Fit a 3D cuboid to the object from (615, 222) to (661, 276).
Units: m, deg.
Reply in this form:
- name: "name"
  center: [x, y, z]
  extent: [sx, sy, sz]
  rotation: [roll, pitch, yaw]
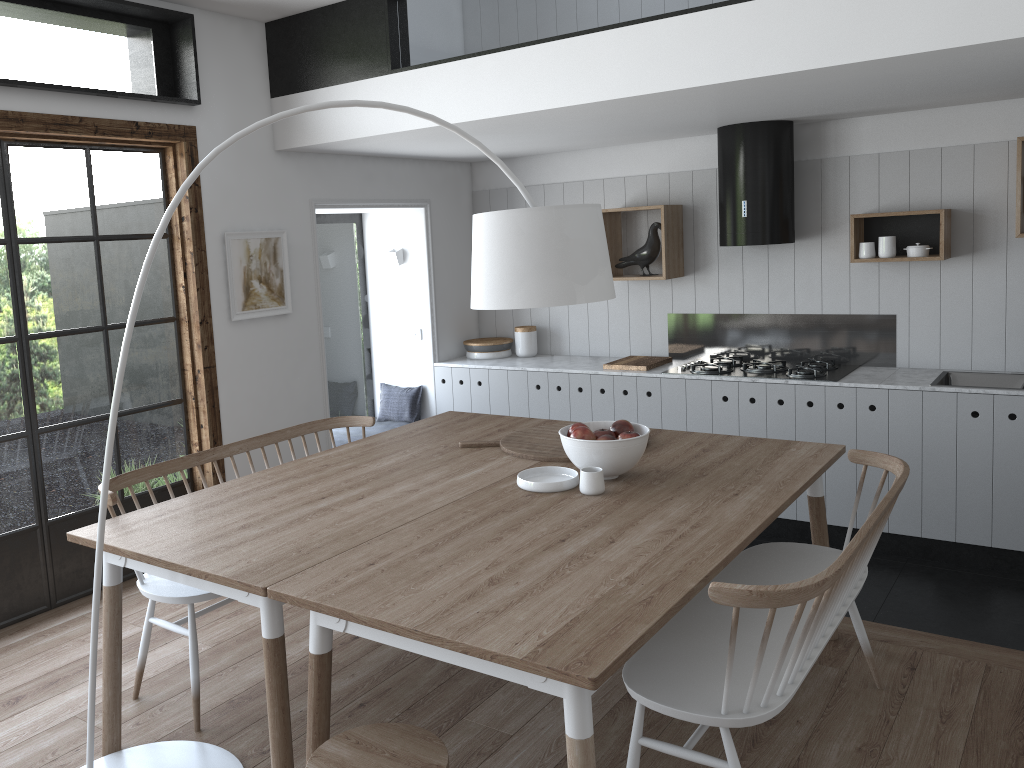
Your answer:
- name: "object"
  center: [0.808, -0.857, 5.630]
  extent: [0.343, 0.332, 0.136]
  rotation: [3, 9, 36]

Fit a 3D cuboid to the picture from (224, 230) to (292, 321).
- name: "picture"
  center: [-1.395, -0.603, 4.857]
  extent: [0.030, 0.468, 0.426]
  rotation: [1, 9, 34]

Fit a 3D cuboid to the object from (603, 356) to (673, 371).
- name: "object"
  center: [0.794, -0.132, 5.560]
  extent: [0.298, 0.030, 0.392]
  rotation: [3, 12, 34]

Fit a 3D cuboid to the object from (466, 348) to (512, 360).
- name: "object"
  center: [-0.167, -0.223, 6.350]
  extent: [0.321, 0.054, 0.332]
  rotation: [-6, 10, -16]

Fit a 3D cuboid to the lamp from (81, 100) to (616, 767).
- name: "lamp"
  center: [-2.022, 0.400, 1.869]
  extent: [5.108, 2.012, 0.896]
  rotation: [-8, 9, -29]

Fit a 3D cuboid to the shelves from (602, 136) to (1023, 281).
- name: "shelves"
  center: [2.136, -0.842, 4.682]
  extent: [3.675, 0.793, 0.294]
  rotation: [3, 9, 35]

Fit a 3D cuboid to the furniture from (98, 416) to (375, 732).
- name: "furniture"
  center: [-0.946, 0.662, 3.575]
  extent: [0.559, 0.805, 1.333]
  rotation: [2, 10, 34]

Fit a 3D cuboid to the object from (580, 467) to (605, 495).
- name: "object"
  center: [0.263, 0.320, 2.905]
  extent: [0.086, 0.078, 0.081]
  rotation: [3, 10, 34]

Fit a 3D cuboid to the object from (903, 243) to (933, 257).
- name: "object"
  center: [2.143, -0.709, 4.664]
  extent: [0.130, 0.073, 0.108]
  rotation: [-1, 9, 13]

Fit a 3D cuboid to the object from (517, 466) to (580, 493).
- name: "object"
  center: [0.124, 0.327, 3.036]
  extent: [0.218, 0.035, 0.213]
  rotation: [-1, 10, 14]

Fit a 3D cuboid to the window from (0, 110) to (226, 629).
- name: "window"
  center: [-3.089, 0.238, 2.523]
  extent: [0.166, 2.242, 5.296]
  rotation: [1, 10, 34]

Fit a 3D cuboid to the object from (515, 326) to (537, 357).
- name: "object"
  center: [0.099, -0.297, 6.231]
  extent: [0.155, 0.211, 0.154]
  rotation: [-3, 8, 3]

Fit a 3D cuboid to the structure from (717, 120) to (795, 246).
- name: "structure"
  center: [1.397, -1.236, 5.067]
  extent: [0.411, 0.863, 0.420]
  rotation: [-4, 7, -9]

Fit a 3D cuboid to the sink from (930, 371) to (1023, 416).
- name: "sink"
  center: [2.690, 0.080, 4.224]
  extent: [1.209, 0.165, 0.444]
  rotation: [3, 11, 35]

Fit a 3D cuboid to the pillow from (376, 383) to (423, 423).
- name: "pillow"
  center: [-0.796, 0.150, 6.328]
  extent: [0.413, 0.291, 0.177]
  rotation: [3, 9, 35]

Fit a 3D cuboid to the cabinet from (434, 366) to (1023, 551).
- name: "cabinet"
  center: [2.051, 0.404, 4.416]
  extent: [6.289, 0.743, 0.010]
  rotation: [3, 9, 35]

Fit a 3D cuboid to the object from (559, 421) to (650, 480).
- name: "object"
  center: [0.324, 0.242, 3.088]
  extent: [0.323, 0.163, 0.309]
  rotation: [2, 10, 31]

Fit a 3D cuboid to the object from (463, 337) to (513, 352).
- name: "object"
  center: [-0.169, -0.281, 6.344]
  extent: [0.358, 0.065, 0.364]
  rotation: [-4, 9, -6]

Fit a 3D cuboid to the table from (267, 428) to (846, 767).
- name: "table"
  center: [0.335, 0.745, 2.835]
  extent: [0.961, 0.745, 2.001]
  rotation: [3, 11, 34]

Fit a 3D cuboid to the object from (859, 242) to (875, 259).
- name: "object"
  center: [1.923, -0.722, 4.785]
  extent: [0.082, 0.087, 0.085]
  rotation: [-6, 8, -19]

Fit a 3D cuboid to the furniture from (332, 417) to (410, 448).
- name: "furniture"
  center: [-1.059, 0.377, 5.990]
  extent: [0.612, 0.114, 1.030]
  rotation: [3, 11, 34]

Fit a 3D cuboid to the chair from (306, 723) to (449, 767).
- name: "chair"
  center: [-0.242, 1.072, 1.982]
  extent: [0.441, 0.447, 0.476]
  rotation: [0, 9, 21]

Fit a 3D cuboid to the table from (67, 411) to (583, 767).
- name: "table"
  center: [-0.453, 0.697, 3.385]
  extent: [0.961, 0.745, 2.001]
  rotation: [3, 11, 34]

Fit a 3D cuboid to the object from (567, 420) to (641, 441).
- name: "object"
  center: [0.322, 0.222, 3.082]
  extent: [0.250, 0.166, 0.239]
  rotation: [-4, 9, -4]

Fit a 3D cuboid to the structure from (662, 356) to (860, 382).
- name: "structure"
  center: [1.434, -0.105, 5.127]
  extent: [1.009, 0.048, 0.543]
  rotation: [3, 12, 35]

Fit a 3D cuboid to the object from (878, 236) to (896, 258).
- name: "object"
  center: [2.006, -0.731, 4.725]
  extent: [0.088, 0.115, 0.084]
  rotation: [2, 9, 34]

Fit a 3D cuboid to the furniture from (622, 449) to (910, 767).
- name: "furniture"
  center: [0.788, 0.730, 2.593]
  extent: [0.559, 0.805, 1.333]
  rotation: [2, 10, 34]

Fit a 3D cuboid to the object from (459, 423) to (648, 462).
- name: "object"
  center: [0.218, 0.238, 3.581]
  extent: [0.662, 0.023, 0.615]
  rotation: [-9, 11, -32]

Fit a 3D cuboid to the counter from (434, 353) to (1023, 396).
- name: "counter"
  center: [2.186, -0.025, 4.602]
  extent: [6.292, 0.020, 0.568]
  rotation: [3, 12, 35]
